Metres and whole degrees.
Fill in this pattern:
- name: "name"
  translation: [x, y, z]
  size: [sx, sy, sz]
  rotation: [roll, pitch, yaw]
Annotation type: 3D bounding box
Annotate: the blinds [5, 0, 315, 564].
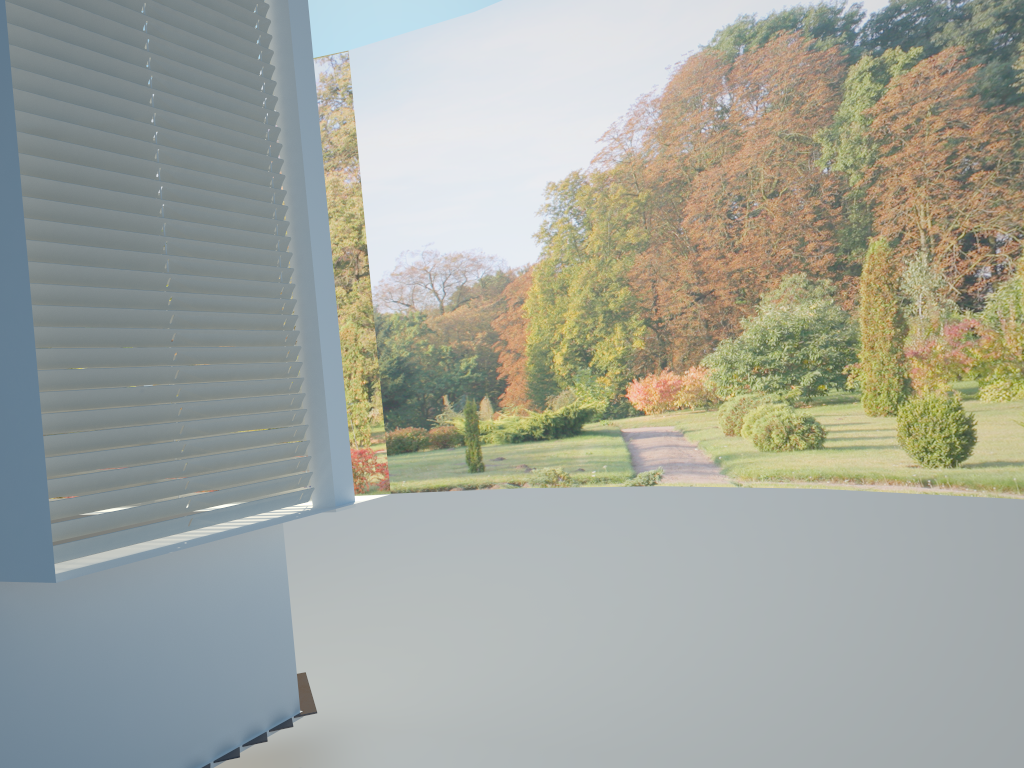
- name: "blinds"
  translation: [-2.405, -1.519, 4.216]
  size: [1.220, 4.267, 3.914]
  rotation: [-5, -1, -44]
